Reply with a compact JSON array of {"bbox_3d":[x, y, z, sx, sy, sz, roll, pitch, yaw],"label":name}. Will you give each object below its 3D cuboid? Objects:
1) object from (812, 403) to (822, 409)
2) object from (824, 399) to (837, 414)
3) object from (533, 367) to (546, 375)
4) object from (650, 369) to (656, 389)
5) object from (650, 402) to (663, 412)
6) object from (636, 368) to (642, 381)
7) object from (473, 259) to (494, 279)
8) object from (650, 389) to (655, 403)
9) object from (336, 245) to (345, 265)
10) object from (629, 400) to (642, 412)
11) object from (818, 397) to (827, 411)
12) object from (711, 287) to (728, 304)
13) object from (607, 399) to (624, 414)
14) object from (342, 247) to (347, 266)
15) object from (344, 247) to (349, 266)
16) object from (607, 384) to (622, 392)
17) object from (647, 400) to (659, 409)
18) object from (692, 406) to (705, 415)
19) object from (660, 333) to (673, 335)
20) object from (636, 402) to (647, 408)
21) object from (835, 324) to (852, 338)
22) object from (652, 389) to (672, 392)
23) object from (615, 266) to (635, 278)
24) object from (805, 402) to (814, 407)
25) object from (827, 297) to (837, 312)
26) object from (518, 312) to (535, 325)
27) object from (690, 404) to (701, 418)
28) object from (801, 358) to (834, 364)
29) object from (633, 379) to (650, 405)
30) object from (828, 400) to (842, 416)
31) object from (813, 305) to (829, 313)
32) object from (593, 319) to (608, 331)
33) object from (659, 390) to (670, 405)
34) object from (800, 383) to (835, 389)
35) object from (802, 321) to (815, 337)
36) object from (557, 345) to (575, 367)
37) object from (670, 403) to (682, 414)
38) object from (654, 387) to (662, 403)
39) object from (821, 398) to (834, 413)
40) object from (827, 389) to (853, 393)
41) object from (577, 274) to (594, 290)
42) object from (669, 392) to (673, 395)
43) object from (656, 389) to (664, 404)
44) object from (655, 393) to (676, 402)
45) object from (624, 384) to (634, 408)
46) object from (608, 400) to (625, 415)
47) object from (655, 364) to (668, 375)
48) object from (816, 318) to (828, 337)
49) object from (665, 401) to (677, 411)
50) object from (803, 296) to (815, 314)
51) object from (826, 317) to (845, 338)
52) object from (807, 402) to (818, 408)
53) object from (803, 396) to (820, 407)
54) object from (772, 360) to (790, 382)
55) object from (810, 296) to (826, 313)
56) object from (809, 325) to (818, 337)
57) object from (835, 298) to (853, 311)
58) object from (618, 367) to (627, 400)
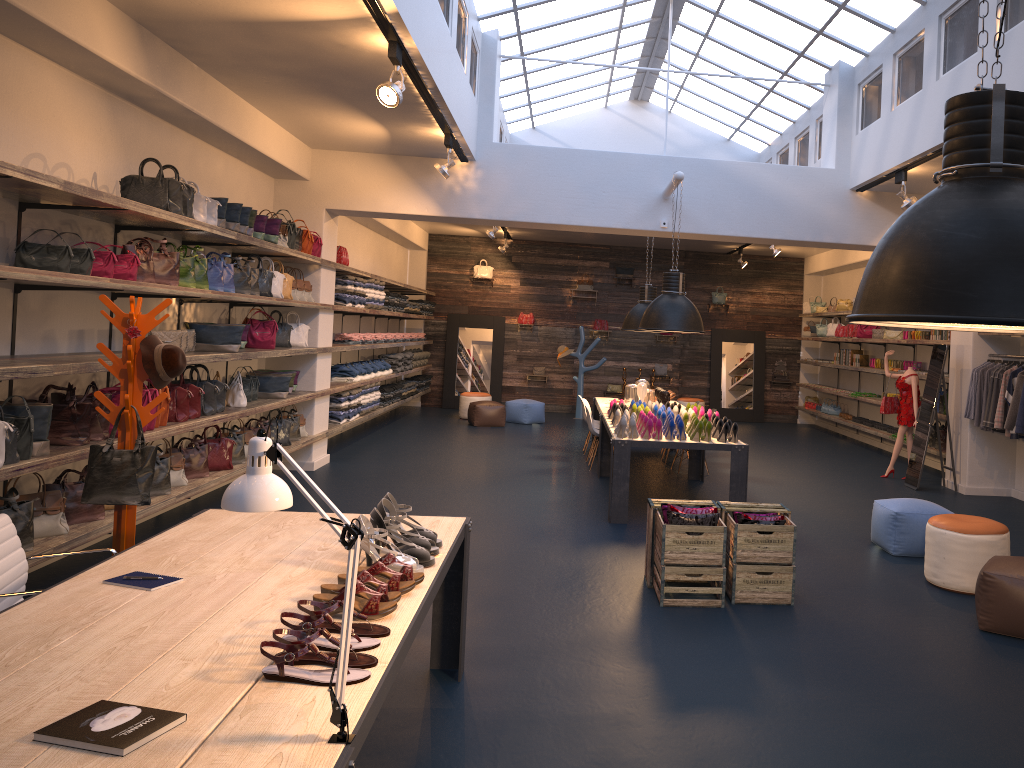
[{"bbox_3d":[6.145,0.455,17.492,0.204,0.118,0.097,5,2,33],"label":"object"},{"bbox_3d":[6.068,0.432,16.497,0.255,0.283,0.103,4,0,34],"label":"object"},{"bbox_3d":[0.556,-0.265,17.750,0.287,0.175,0.097,2,1,-26],"label":"object"},{"bbox_3d":[2.042,0.015,12.521,0.149,0.469,0.130,3,0,-25],"label":"object"},{"bbox_3d":[1.635,0.300,9.833,0.203,0.195,0.240,3,2,0],"label":"object"},{"bbox_3d":[1.815,0.004,12.495,0.128,0.469,0.151,3,0,42],"label":"object"},{"bbox_3d":[-0.573,-2.338,17.652,0.445,0.386,0.184,3,0,-16],"label":"object"},{"bbox_3d":[1.666,0.201,10.660,0.181,0.290,0.167,3,0,-13],"label":"object"},{"bbox_3d":[-2.147,-1.528,10.256,0.324,0.245,0.140,3,0,-6],"label":"object"},{"bbox_3d":[1.437,0.272,10.095,0.203,0.195,0.240,3,2,0],"label":"object"},{"bbox_3d":[6.138,0.400,17.130,0.191,0.280,0.061,3,0,19],"label":"object"},{"bbox_3d":[4.338,-1.852,18.161,0.385,0.367,0.168,3,0,-16],"label":"object"},{"bbox_3d":[1.212,0.262,10.064,0.207,0.195,0.236,3,2,-6],"label":"object"},{"bbox_3d":[-2.142,-1.534,10.353,0.321,0.245,0.141,3,0,-3],"label":"object"},{"bbox_3d":[-2.132,-1.540,10.456,0.327,0.245,0.138,3,0,-10],"label":"object"},{"bbox_3d":[2.139,0.082,17.885,0.389,0.174,0.215,2,2,-25],"label":"object"},{"bbox_3d":[1.641,0.283,10.104,0.200,0.195,0.245,3,2,6],"label":"object"},{"bbox_3d":[2.050,0.336,9.612,0.203,0.195,0.240,3,2,0],"label":"object"},{"bbox_3d":[3.216,-1.136,18.057,0.252,0.243,0.214,3,1,-6],"label":"object"},{"bbox_3d":[1.431,0.290,9.811,0.208,0.195,0.235,3,2,-9],"label":"object"},{"bbox_3d":[5.998,-0.963,15.687,0.149,0.254,0.311,3,2,-40],"label":"object"},{"bbox_3d":[2.027,0.170,12.143,0.461,0.203,0.212,2,2,-17],"label":"object"},{"bbox_3d":[2.333,-2.308,17.953,0.430,0.232,0.172,3,1,-11],"label":"object"},{"bbox_3d":[6.149,0.429,17.913,0.204,0.118,0.097,5,2,33],"label":"object"},{"bbox_3d":[6.096,-1.499,16.464,0.110,0.300,0.272,3,1,-27],"label":"object"},{"bbox_3d":[0.294,-1.341,17.747,0.332,0.254,0.140,3,0,7],"label":"object"},{"bbox_3d":[2.076,0.322,9.868,0.203,0.195,0.240,3,2,0],"label":"object"},{"bbox_3d":[6.187,-0.465,17.351,0.484,0.060,1.512,3,4,2],"label":"object"},{"bbox_3d":[1.565,0.145,10.473,0.210,0.412,0.193,3,0,-13],"label":"object"},{"bbox_3d":[6.062,0.444,16.294,0.255,0.283,0.103,4,0,34],"label":"object"},{"bbox_3d":[6.134,-1.480,17.267,0.249,0.174,0.335,2,3,-38],"label":"object"},{"bbox_3d":[1.845,-1.217,17.889,0.334,0.255,0.132,3,0,-17],"label":"object"},{"bbox_3d":[1.860,0.218,10.595,0.156,0.285,0.152,3,0,-2],"label":"object"},{"bbox_3d":[6.074,0.047,17.203,0.354,0.024,1.863,3,4,3],"label":"object"},{"bbox_3d":[6.172,-1.142,17.934,0.324,0.335,0.178,5,1,44],"label":"object"},{"bbox_3d":[1.057,-0.539,17.089,0.341,0.441,0.350,3,1,-4],"label":"object"},{"bbox_3d":[1.843,0.309,9.857,0.205,0.195,0.239,3,2,-3],"label":"object"},{"bbox_3d":[1.891,0.188,11.101,0.156,0.285,0.152,3,0,-2],"label":"object"},{"bbox_3d":[6.075,0.419,16.700,0.258,0.283,0.102,4,0,27],"label":"object"},{"bbox_3d":[5.986,0.131,15.745,0.357,0.029,0.881,3,4,2],"label":"object"},{"bbox_3d":[1.510,-2.094,17.872,0.346,0.335,0.167,3,0,7],"label":"object"},{"bbox_3d":[2.009,0.186,11.873,0.466,0.203,0.209,2,2,-23],"label":"object"},{"bbox_3d":[1.876,0.202,10.852,0.156,0.285,0.152,3,0,-2],"label":"object"},{"bbox_3d":[1.993,0.201,11.624,0.466,0.203,0.209,2,2,-23],"label":"object"},{"bbox_3d":[1.481,0.163,10.729,0.178,0.336,0.193,3,0,17],"label":"object"},{"bbox_3d":[1.184,0.277,9.794,0.202,0.195,0.248,3,2,11],"label":"object"},{"bbox_3d":[3.103,-0.300,18.034,0.266,0.230,0.081,4,0,12],"label":"object"},{"bbox_3d":[6.061,-1.097,16.856,0.338,0.367,0.190,4,1,42],"label":"object"},{"bbox_3d":[1.852,0.292,10.147,0.203,0.195,0.240,3,2,0],"label":"object"},{"bbox_3d":[6.252,-1.634,18.051,0.403,0.386,0.203,4,0,21],"label":"object"},{"bbox_3d":[6.101,-1.069,16.315,0.209,0.386,0.391,3,1,-37],"label":"object"},{"bbox_3d":[6.136,0.442,17.699,0.204,0.118,0.097,5,2,33],"label":"object"},{"bbox_3d":[6.258,0.366,18.120,0.343,0.234,0.214,5,2,32],"label":"object"},{"bbox_3d":[5.678,-0.285,18.323,0.362,0.461,0.231,3,0,-3],"label":"object"},{"bbox_3d":[6.189,-1.595,17.561,0.338,0.367,0.190,4,1,42],"label":"object"},{"bbox_3d":[6.142,-1.058,17.393,0.385,0.232,0.192,5,2,38],"label":"object"},{"bbox_3d":[5.999,-1.423,15.658,0.216,0.234,0.339,2,2,-41],"label":"object"},{"bbox_3d":[1.604,-0.006,12.475,0.137,0.469,0.142,3,0,10],"label":"object"}]
